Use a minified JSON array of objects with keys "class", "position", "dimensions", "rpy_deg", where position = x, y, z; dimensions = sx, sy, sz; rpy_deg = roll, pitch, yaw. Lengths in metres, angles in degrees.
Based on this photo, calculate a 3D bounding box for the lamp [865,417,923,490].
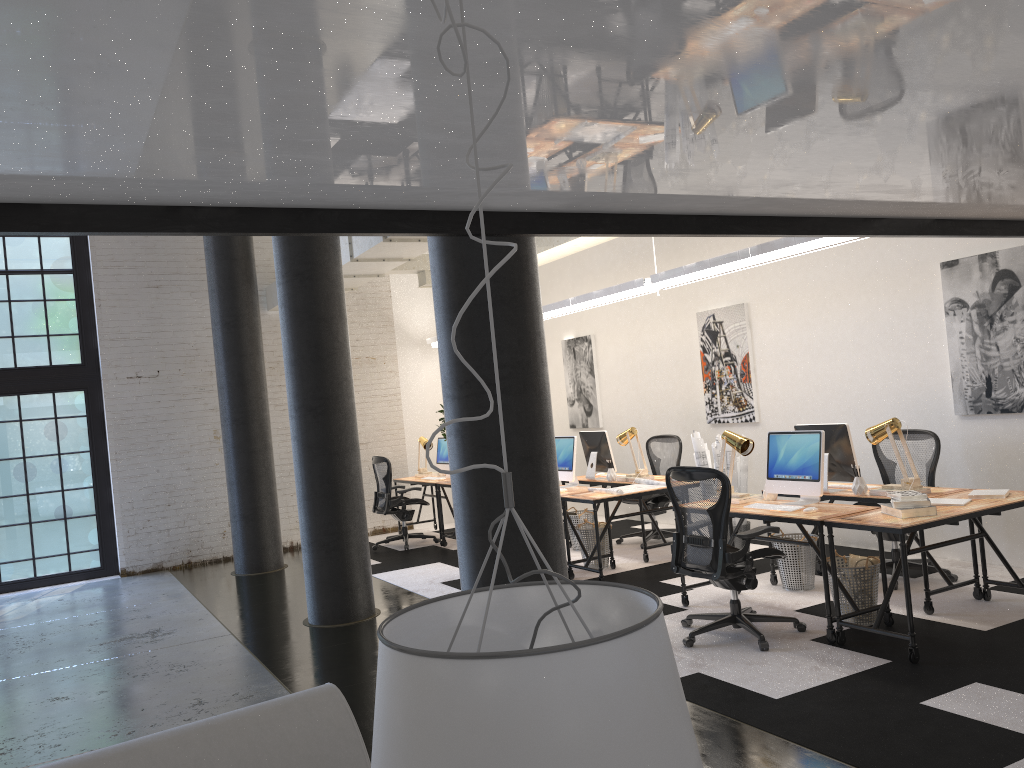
[{"class":"lamp","position":[2.528,0.457,5.894],"dimensions":[0.127,0.470,0.345],"rpy_deg":[-5,-1,-28]}]

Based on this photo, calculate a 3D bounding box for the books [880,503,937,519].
[{"class":"books","position":[2.251,0.715,5.044],"dimensions":[0.200,0.050,0.271],"rpy_deg":[-6,-1,-1]}]

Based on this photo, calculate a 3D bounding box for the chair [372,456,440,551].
[{"class":"chair","position":[-1.322,1.358,10.454],"dimensions":[0.792,1.085,0.771],"rpy_deg":[-5,-1,-44]}]

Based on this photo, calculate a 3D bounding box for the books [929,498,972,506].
[{"class":"books","position":[2.587,0.703,5.287],"dimensions":[0.243,0.019,0.205],"rpy_deg":[-6,-1,39]}]

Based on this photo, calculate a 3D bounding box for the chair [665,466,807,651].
[{"class":"chair","position":[1.333,1.024,5.552],"dimensions":[0.792,1.085,0.771],"rpy_deg":[-5,-1,-44]}]

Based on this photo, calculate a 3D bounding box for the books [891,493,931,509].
[{"class":"books","position":[2.270,0.666,5.059],"dimensions":[0.193,0.044,0.257],"rpy_deg":[-6,-1,19]}]

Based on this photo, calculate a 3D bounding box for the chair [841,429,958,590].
[{"class":"chair","position":[2.845,0.898,6.564],"dimensions":[0.792,1.085,0.771],"rpy_deg":[-5,-1,-44]}]

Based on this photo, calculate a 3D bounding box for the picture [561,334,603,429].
[{"class":"picture","position":[0.906,-0.015,11.552],"dimensions":[0.049,1.183,0.731],"rpy_deg":[-5,-1,-28]}]

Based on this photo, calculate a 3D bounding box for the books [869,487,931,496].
[{"class":"books","position":[2.551,0.706,5.835],"dimensions":[0.225,0.038,0.309],"rpy_deg":[-5,-1,-28]}]

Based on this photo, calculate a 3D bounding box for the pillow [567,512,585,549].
[{"class":"pillow","position":[0.648,1.500,9.075],"dimensions":[0.119,0.406,0.239],"rpy_deg":[-5,-1,-27]}]

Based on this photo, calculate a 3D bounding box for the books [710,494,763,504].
[{"class":"books","position":[1.586,0.808,6.283],"dimensions":[0.225,0.038,0.309],"rpy_deg":[-5,-1,-28]}]

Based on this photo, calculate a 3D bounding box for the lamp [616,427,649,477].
[{"class":"lamp","position":[1.143,0.643,8.435],"dimensions":[0.127,0.470,0.345],"rpy_deg":[-5,-1,-28]}]

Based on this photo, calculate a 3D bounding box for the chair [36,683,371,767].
[{"class":"chair","position":[-0.643,1.299,2.061],"dimensions":[1.006,0.785,1.026],"rpy_deg":[-5,-1,-37]}]

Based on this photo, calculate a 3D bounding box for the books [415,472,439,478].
[{"class":"books","position":[-1.068,1.143,11.185],"dimensions":[0.225,0.038,0.309],"rpy_deg":[-5,-1,-28]}]

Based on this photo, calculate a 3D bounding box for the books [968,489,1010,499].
[{"class":"books","position":[2.910,0.672,5.411],"dimensions":[0.200,0.024,0.235],"rpy_deg":[-6,-1,35]}]

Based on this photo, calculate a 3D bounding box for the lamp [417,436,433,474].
[{"class":"lamp","position":[-1.094,0.892,11.128],"dimensions":[0.126,0.470,0.344],"rpy_deg":[-5,-1,-28]}]

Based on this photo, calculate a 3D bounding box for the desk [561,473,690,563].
[{"class":"desk","position":[1.095,1.291,8.793],"dimensions":[0.529,0.724,1.402],"rpy_deg":[-5,-1,-28]}]

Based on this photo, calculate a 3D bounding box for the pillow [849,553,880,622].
[{"class":"pillow","position":[2.209,1.278,5.579],"dimensions":[0.119,0.406,0.239],"rpy_deg":[-5,-1,-27]}]

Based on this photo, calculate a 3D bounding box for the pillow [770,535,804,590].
[{"class":"pillow","position":[2.033,1.314,6.534],"dimensions":[0.119,0.406,0.239],"rpy_deg":[-5,-1,-27]}]

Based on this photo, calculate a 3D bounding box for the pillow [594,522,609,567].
[{"class":"pillow","position":[0.824,1.463,8.120],"dimensions":[0.119,0.406,0.239],"rpy_deg":[-5,-1,-27]}]

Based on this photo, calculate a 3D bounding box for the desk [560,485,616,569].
[{"class":"desk","position":[0.346,1.355,8.404],"dimensions":[0.529,0.724,1.402],"rpy_deg":[-5,-1,-28]}]

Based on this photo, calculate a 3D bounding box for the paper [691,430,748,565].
[{"class":"paper","position":[1.777,0.960,7.454],"dimensions":[0.441,1.198,0.412],"rpy_deg":[-6,0,40]}]

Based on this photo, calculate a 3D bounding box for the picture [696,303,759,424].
[{"class":"picture","position":[2.200,-0.190,9.090],"dimensions":[0.049,1.183,0.731],"rpy_deg":[-5,-1,-28]}]

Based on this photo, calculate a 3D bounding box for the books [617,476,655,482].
[{"class":"books","position":[1.166,0.892,8.376],"dimensions":[0.225,0.038,0.309],"rpy_deg":[-5,-1,-28]}]

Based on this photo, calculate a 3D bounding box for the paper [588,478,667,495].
[{"class":"paper","position":[1.020,0.889,7.714],"dimensions":[0.625,0.061,0.568],"rpy_deg":[-5,-1,-30]}]

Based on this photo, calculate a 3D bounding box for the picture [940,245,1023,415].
[{"class":"picture","position":[3.547,-0.372,6.526],"dimensions":[0.049,1.183,0.731],"rpy_deg":[-5,-1,-28]}]

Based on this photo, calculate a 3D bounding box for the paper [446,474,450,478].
[{"class":"paper","position":[-0.341,1.030,10.169],"dimensions":[1.135,0.082,0.083],"rpy_deg":[-6,-1,37]}]

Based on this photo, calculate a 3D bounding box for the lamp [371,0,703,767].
[{"class":"lamp","position":[-0.022,-0.061,1.028],"dimensions":[0.436,1.347,0.436],"rpy_deg":[-5,0,-14]}]

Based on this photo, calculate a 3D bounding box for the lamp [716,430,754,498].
[{"class":"lamp","position":[1.561,0.558,6.227],"dimensions":[0.126,0.470,0.345],"rpy_deg":[-5,-1,-28]}]

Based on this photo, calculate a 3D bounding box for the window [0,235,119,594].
[{"class":"window","position":[-5.991,-0.181,9.935],"dimensions":[2.489,5.179,0.138],"rpy_deg":[-5,0,-28]}]

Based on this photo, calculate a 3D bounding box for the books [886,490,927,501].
[{"class":"books","position":[2.252,0.636,5.060],"dimensions":[0.153,0.030,0.185],"rpy_deg":[-6,-1,0]}]

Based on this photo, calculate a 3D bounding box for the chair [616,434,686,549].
[{"class":"chair","position":[1.459,1.084,9.105],"dimensions":[0.792,1.085,0.771],"rpy_deg":[-5,-1,-44]}]

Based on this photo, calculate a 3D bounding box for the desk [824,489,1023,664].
[{"class":"desk","position":[2.562,1.076,5.201],"dimensions":[1.400,0.724,0.530],"rpy_deg":[-5,-1,-28]}]

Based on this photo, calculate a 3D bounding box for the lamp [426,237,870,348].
[{"class":"lamp","position":[0.529,-2.092,8.612],"dimensions":[0.226,2.864,7.307],"rpy_deg":[-5,-1,-28]}]
